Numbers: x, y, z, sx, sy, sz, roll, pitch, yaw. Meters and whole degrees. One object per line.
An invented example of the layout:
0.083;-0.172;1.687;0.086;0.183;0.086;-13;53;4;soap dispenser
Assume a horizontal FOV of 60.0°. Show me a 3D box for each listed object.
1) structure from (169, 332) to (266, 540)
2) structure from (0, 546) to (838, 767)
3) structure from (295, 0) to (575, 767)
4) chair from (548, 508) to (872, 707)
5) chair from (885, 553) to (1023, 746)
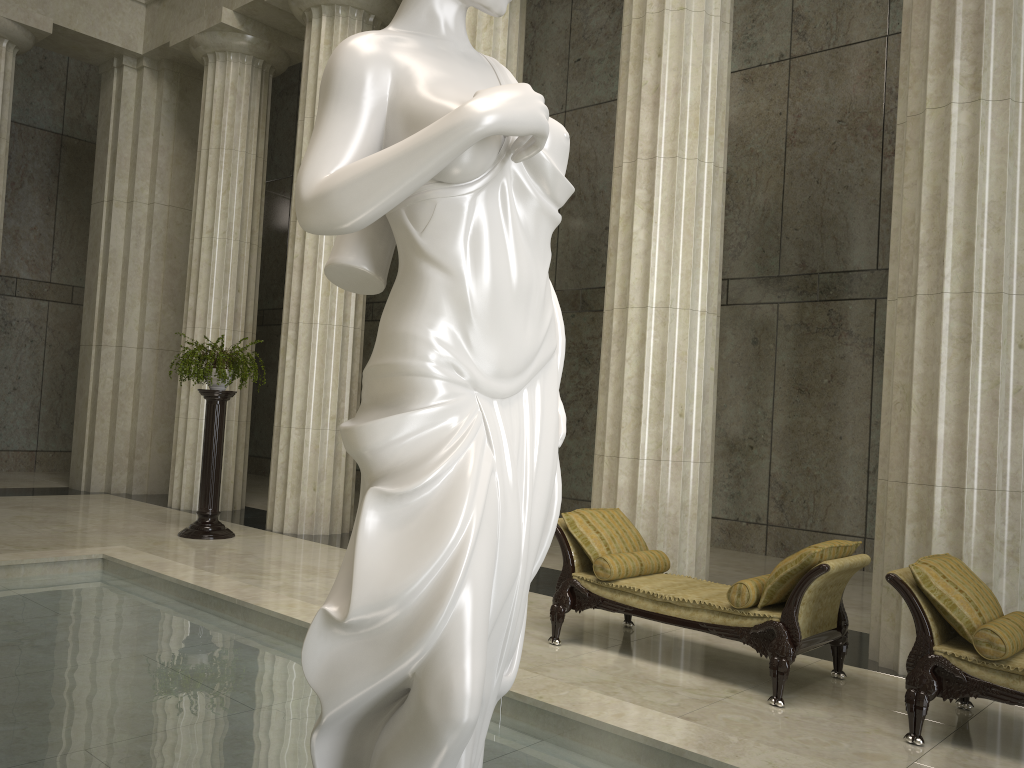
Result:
-3.542;0.605;10.541;1.053;2.386;1.159;6;-3;-43;structure
-0.257;1.612;2.289;11.573;0.508;3.754;1;-3;42;structure
-0.166;0.161;2.309;0.729;3.044;0.940;2;-3;36;structure
1.274;1.448;6.174;2.172;0.950;0.993;1;-3;42;chair
3.113;1.496;4.529;2.172;0.950;0.993;1;-3;42;chair
